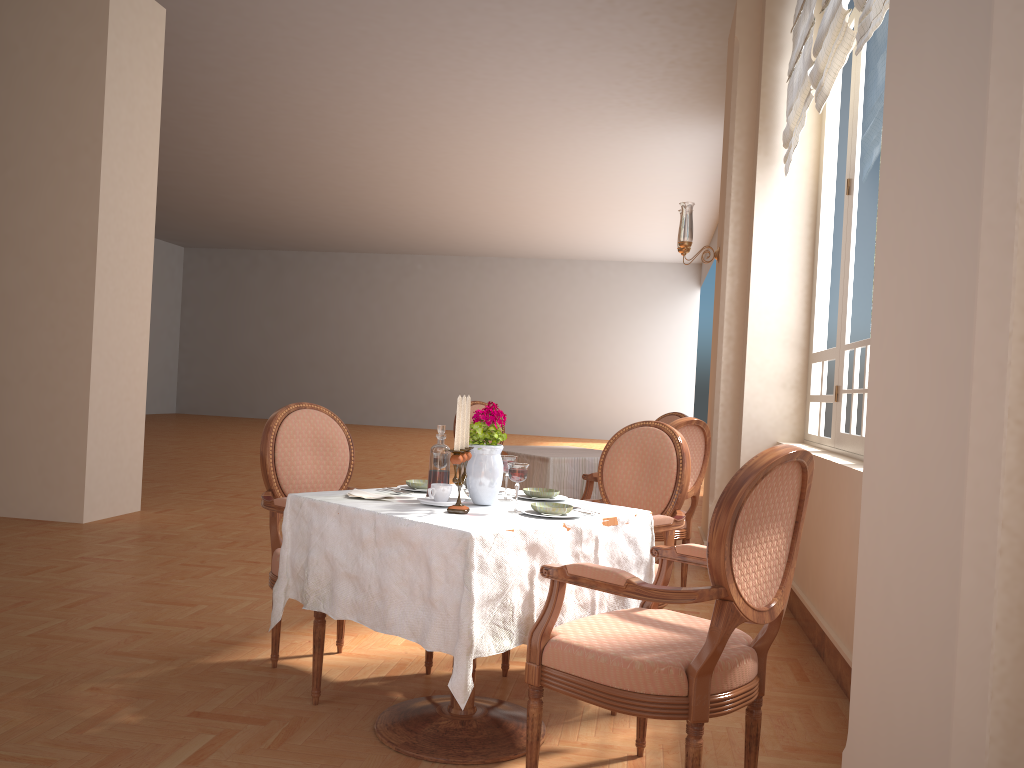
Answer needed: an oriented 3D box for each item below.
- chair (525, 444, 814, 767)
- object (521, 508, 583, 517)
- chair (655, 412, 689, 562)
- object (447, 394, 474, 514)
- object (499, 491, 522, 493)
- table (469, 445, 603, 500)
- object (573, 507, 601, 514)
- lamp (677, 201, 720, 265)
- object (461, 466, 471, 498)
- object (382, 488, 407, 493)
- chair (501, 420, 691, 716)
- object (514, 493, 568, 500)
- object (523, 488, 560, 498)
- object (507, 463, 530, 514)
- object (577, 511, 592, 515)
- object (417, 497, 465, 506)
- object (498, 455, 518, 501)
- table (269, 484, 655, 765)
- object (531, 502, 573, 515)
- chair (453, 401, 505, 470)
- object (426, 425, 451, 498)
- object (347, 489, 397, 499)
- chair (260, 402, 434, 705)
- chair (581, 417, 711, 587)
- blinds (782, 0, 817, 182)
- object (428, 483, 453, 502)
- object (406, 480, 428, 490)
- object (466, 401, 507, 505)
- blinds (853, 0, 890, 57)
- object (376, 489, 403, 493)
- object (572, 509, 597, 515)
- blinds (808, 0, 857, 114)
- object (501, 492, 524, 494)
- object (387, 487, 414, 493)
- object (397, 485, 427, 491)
[{"bbox_3d":[0.406,0.591,2.181,0.593,0.931,0.521,3,0,42],"label":"chair"},{"bbox_3d":[0.110,0.358,2.454,0.171,0.005,0.171,3,0,-31],"label":"object"},{"bbox_3d":[0.826,0.633,5.558,0.593,0.931,0.520,3,0,-37],"label":"chair"},{"bbox_3d":[-0.137,0.188,2.410,0.059,0.325,0.177,3,0,7],"label":"object"},{"bbox_3d":[-0.010,0.354,2.916,0.027,0.006,0.125,3,0,45],"label":"object"},{"bbox_3d":[0.264,0.727,5.136,0.831,0.677,0.829,3,0,-36],"label":"table"},{"bbox_3d":[0.211,0.364,2.556,0.125,0.006,0.027,3,0,45],"label":"object"},{"bbox_3d":[1.198,-0.957,5.696,0.274,0.362,0.320,3,0,9],"label":"lamp"},{"bbox_3d":[-0.113,0.281,2.712,0.093,0.138,0.093,3,0,37],"label":"object"},{"bbox_3d":[-0.367,0.336,2.787,0.125,0.002,0.016,3,0,43],"label":"object"},{"bbox_3d":[0.334,0.593,3.168,0.520,0.931,0.593,3,0,42],"label":"chair"},{"bbox_3d":[0.092,0.359,2.815,0.171,0.005,0.171,3,0,39],"label":"object"},{"bbox_3d":[0.093,0.348,2.814,0.117,0.024,0.117,3,0,-12],"label":"object"},{"bbox_3d":[0.014,0.288,2.452,0.062,0.135,0.062,3,0,40],"label":"object"},{"bbox_3d":[0.177,0.362,2.524,0.013,0.004,0.127,3,0,-44],"label":"object"},{"bbox_3d":[-0.203,0.336,2.538,0.119,0.016,0.119,3,0,28],"label":"object"},{"bbox_3d":[-0.016,0.288,2.712,0.062,0.135,0.062,3,0,40],"label":"object"},{"bbox_3d":[-0.140,0.689,2.647,0.829,0.680,0.837,3,0,42],"label":"table"},{"bbox_3d":[0.110,0.347,2.454,0.117,0.024,0.117,3,0,-40],"label":"object"},{"bbox_3d":[-0.109,0.583,5.692,0.521,0.931,0.593,3,0,-37],"label":"chair"},{"bbox_3d":[-0.215,0.233,2.637,0.074,0.222,0.074,3,0,-12],"label":"object"},{"bbox_3d":[-0.444,0.325,2.614,0.095,0.012,0.234,3,0,-43],"label":"object"},{"bbox_3d":[-0.609,0.542,3.116,0.593,0.931,0.521,3,0,42],"label":"chair"},{"bbox_3d":[0.702,0.621,4.576,0.521,0.931,0.593,3,0,-37],"label":"chair"},{"bbox_3d":[1.535,-1.829,4.663,0.072,1.376,0.843,3,0,9],"label":"blinds"},{"bbox_3d":[-0.209,0.312,2.535,0.078,0.049,0.062,3,0,-19],"label":"object"},{"bbox_3d":[-0.286,0.328,2.874,0.117,0.024,0.117,3,0,19],"label":"object"},{"bbox_3d":[-0.082,0.199,2.589,0.124,0.302,0.143,3,0,7],"label":"object"},{"bbox_3d":[1.291,-1.889,3.016,0.054,1.301,0.774,3,0,9],"label":"blinds"},{"bbox_3d":[-0.383,0.333,2.767,0.125,0.006,0.027,3,0,42],"label":"object"},{"bbox_3d":[0.194,0.365,2.537,0.016,0.002,0.125,3,0,-44],"label":"object"},{"bbox_3d":[1.415,-1.911,3.845,0.085,1.235,0.787,3,0,9],"label":"blinds"},{"bbox_3d":[0.009,0.357,2.899,0.125,0.002,0.016,3,0,-44],"label":"object"},{"bbox_3d":[-0.351,0.336,2.800,0.127,0.004,0.013,3,0,43],"label":"object"},{"bbox_3d":[-0.287,0.339,2.874,0.171,0.005,0.171,3,0,-44],"label":"object"}]
